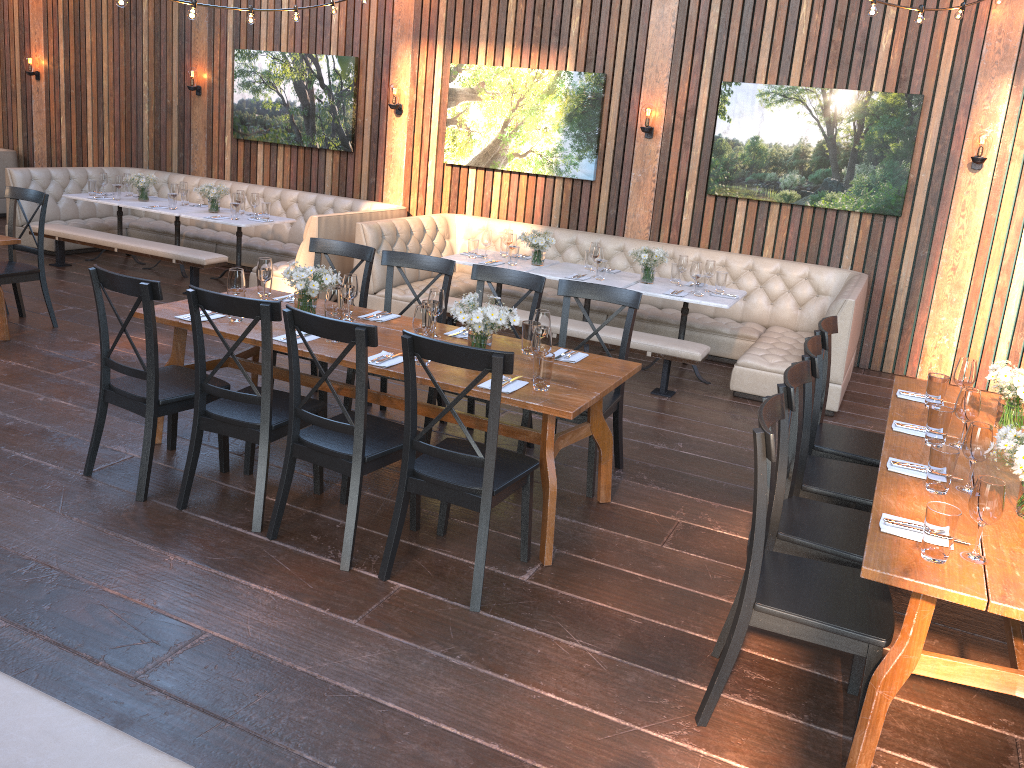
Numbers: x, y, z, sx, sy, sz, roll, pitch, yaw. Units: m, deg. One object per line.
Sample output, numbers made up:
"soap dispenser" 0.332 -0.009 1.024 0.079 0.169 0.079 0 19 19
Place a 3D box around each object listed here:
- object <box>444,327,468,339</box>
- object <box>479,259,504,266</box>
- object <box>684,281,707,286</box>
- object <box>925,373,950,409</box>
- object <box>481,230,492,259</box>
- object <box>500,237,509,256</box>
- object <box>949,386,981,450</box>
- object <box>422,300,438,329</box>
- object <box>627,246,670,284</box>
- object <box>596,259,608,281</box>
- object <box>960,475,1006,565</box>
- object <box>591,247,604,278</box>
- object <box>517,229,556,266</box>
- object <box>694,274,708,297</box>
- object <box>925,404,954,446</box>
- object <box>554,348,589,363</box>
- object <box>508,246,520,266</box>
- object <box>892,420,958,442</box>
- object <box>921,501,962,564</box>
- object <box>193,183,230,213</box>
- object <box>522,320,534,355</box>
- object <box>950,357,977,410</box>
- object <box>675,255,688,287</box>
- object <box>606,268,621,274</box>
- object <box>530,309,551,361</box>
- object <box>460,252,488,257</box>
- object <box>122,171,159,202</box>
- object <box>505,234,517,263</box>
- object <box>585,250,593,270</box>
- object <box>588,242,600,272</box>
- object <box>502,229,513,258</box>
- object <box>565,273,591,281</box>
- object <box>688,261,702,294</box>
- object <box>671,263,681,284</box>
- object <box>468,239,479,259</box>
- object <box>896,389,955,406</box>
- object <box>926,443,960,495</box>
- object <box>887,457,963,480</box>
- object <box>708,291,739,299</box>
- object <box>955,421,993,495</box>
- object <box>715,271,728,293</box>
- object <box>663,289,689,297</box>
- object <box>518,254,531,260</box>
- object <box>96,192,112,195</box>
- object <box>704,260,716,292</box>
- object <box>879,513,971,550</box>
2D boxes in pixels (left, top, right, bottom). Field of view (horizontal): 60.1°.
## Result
"object" -0.252 -0.268 4.631 0.158 0.018 0.258 12 18 23
"object" -0.159 -1.016 7.364 0.158 0.018 0.258 12 18 23
"object" 1.491 -0.810 7.188 0.158 0.018 0.258 12 18 23
"object" 1.941 0.036 4.052 0.092 0.156 0.093 -6 18 -38
"object" -0.219 -1.187 7.531 0.092 0.241 0.094 1 14 -18
"object" -0.065 -1.211 7.805 0.092 0.156 0.093 8 14 10
"object" 1.806 0.137 3.526 0.092 0.241 0.093 -1 15 -23
"object" -0.430 -0.355 4.627 0.092 0.156 0.093 -6 18 -38
"object" 1.089 -0.962 7.071 0.336 0.305 0.334 5 15 -2
"object" 0.705 -0.904 7.017 0.092 0.156 0.093 8 14 10
"object" 1.351 0.389 2.539 0.092 0.241 0.093 -1 15 -23
"object" 0.687 -0.978 7.111 0.092 0.241 0.093 -1 15 -23
"object" 0.221 -1.150 7.430 0.330 0.305 0.340 -9 20 -42
"object" 1.425 -0.744 6.704 0.092 0.156 0.093 8 14 10
"object" 1.696 0.171 3.526 0.092 0.156 0.093 -6 18 -38
"object" 0.267 -0.140 4.364 0.158 0.018 0.258 12 18 23
"object" 0.011 -1.062 7.330 0.092 0.156 0.093 8 14 10
"object" 1.725 0.194 3.698 0.256 0.018 0.159 13 18 23
"object" 1.217 0.426 2.522 0.092 0.156 0.093 -6 18 -38
"object" -2.991 -1.871 8.851 0.332 0.305 0.338 18 19 39
"object" 0.089 -0.226 4.356 0.092 0.156 0.093 -6 18 -38
"object" 2.064 0.004 4.049 0.092 0.241 0.093 -1 15 -23
"object" 1.359 -0.906 7.078 0.092 0.241 0.093 -1 15 -23
"object" 0.814 -0.962 7.485 0.158 0.018 0.258 12 18 23
"object" 0.136 -0.234 4.250 0.092 0.241 0.093 -1 15 -23
"object" -0.313 -1.129 7.694 0.256 0.018 0.159 13 18 23
"object" -3.857 -2.064 9.229 0.332 0.305 0.339 16 18 35
"object" -0.007 -1.135 7.424 0.092 0.241 0.094 1 14 -18
"object" 0.657 -1.049 7.489 0.092 0.156 0.093 8 14 10
"object" 0.682 -1.057 7.375 0.092 0.241 0.093 -1 15 -23
"object" -0.040 -1.218 7.692 0.092 0.241 0.094 1 14 -18
"object" 0.535 -0.858 7.052 0.158 0.018 0.258 12 18 23
"object" 1.407 -0.818 6.799 0.092 0.241 0.093 -1 15 -23
"object" 1.333 -0.898 7.192 0.092 0.156 0.093 8 14 10
"object" -0.330 -1.149 7.517 0.092 0.156 0.093 8 14 10
"object" 1.966 0.064 4.208 0.256 0.018 0.159 13 18 23
"object" 1.473 0.295 3.040 0.092 0.156 0.093 -6 18 -38
"object" 1.504 0.314 3.226 0.256 0.018 0.159 13 18 23
"object" 1.618 -0.692 6.829 0.256 0.018 0.159 13 18 23
"object" 1.601 0.256 3.063 0.092 0.241 0.093 -1 15 -23
"object" 1.648 -0.804 6.975 0.092 0.156 0.093 8 14 10
"object" 1.254 -0.698 6.739 0.158 0.018 0.258 12 18 23
"object" 0.092 -1.123 7.802 0.158 0.018 0.258 12 18 23
"object" -4.395 -2.040 9.481 0.256 0.018 0.159 13 18 23
"object" 1.545 -0.848 6.942 0.092 0.241 0.093 -1 15 -23
"object" 1.259 0.448 2.702 0.256 0.018 0.159 13 18 23
